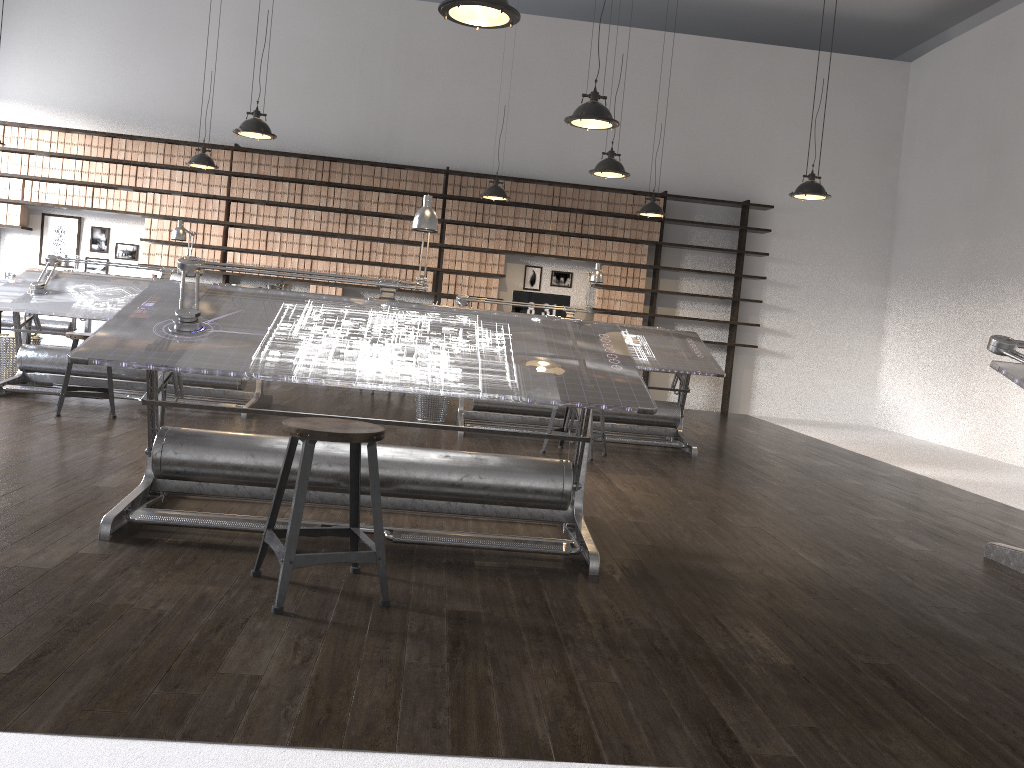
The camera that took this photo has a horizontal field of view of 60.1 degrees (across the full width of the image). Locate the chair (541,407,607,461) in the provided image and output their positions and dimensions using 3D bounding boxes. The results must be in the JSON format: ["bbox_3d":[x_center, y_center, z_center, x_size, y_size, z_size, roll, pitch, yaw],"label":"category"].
[{"bbox_3d":[0.452,0.228,6.047,0.372,0.527,0.358,7,3,23],"label":"chair"}]

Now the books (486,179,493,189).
[{"bbox_3d":[-0.260,-2.181,9.964,0.067,0.225,0.175,5,3,-5],"label":"books"}]

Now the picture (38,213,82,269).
[{"bbox_3d":[-4.981,-1.575,9.759,0.415,0.574,0.040,5,2,-5],"label":"picture"}]

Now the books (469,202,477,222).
[{"bbox_3d":[-0.441,-1.920,9.965,0.066,0.225,0.175,5,3,-5],"label":"books"}]

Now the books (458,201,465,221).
[{"bbox_3d":[-0.568,-1.931,9.947,0.067,0.225,0.175,5,3,-5],"label":"books"}]

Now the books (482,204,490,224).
[{"bbox_3d":[-0.293,-1.907,9.978,0.066,0.225,0.175,5,3,-5],"label":"books"}]

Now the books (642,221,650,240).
[{"bbox_3d":[1.511,-1.744,10.125,0.067,0.225,0.175,5,3,-5],"label":"books"}]

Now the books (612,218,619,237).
[{"bbox_3d":[1.168,-1.775,10.101,0.066,0.225,0.175,5,3,-5],"label":"books"}]

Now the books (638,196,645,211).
[{"bbox_3d":[1.461,-2.027,10.115,0.066,0.225,0.175,5,3,-5],"label":"books"}]

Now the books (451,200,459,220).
[{"bbox_3d":[-0.639,-1.937,9.941,0.066,0.225,0.175,5,3,-5],"label":"books"}]

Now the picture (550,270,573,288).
[{"bbox_3d":[0.573,-1.210,10.237,0.251,0.183,0.023,5,2,-5],"label":"picture"}]

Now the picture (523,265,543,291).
[{"bbox_3d":[0.239,-1.220,10.211,0.201,0.284,0.022,5,2,-5],"label":"picture"}]

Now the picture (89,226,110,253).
[{"bbox_3d":[-4.563,-1.596,9.803,0.201,0.284,0.022,5,2,-5],"label":"picture"}]

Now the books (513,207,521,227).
[{"bbox_3d":[0.052,-1.876,10.005,0.066,0.225,0.175,5,3,-5],"label":"books"}]

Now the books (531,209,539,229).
[{"bbox_3d":[0.256,-1.857,10.023,0.066,0.225,0.175,5,3,-5],"label":"books"}]

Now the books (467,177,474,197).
[{"bbox_3d":[-0.468,-2.200,9.948,0.066,0.225,0.175,5,3,-5],"label":"books"}]

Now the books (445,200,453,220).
[{"bbox_3d":[-0.712,-1.944,9.939,0.066,0.225,0.175,5,3,-5],"label":"books"}]

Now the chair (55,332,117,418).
[{"bbox_3d":[-2.753,-0.060,5.766,0.358,0.527,0.373,4,3,-27],"label":"chair"}]

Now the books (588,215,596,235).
[{"bbox_3d":[0.895,-1.799,10.074,0.066,0.225,0.175,5,3,-5],"label":"books"}]

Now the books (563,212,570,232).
[{"bbox_3d":[0.601,-1.826,10.051,0.066,0.225,0.175,5,3,-5],"label":"books"}]

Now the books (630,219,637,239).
[{"bbox_3d":[1.372,-1.757,10.118,0.066,0.225,0.175,5,3,-5],"label":"books"}]

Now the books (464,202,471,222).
[{"bbox_3d":[-0.505,-1.926,9.957,0.066,0.225,0.175,5,3,-5],"label":"books"}]

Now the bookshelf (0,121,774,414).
[{"bbox_3d":[-1.714,-0.920,9.978,9.172,3.203,0.374,5,2,-5],"label":"bookshelf"}]

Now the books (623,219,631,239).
[{"bbox_3d":[1.303,-1.763,10.108,0.067,0.225,0.175,5,3,-5],"label":"books"}]

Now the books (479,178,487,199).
[{"bbox_3d":[-0.327,-2.188,9.965,0.066,0.225,0.175,5,3,-5],"label":"books"}]

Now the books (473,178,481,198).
[{"bbox_3d":[-0.398,-2.194,9.959,0.066,0.225,0.175,5,3,-5],"label":"books"}]

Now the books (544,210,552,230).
[{"bbox_3d":[0.394,-1.845,10.033,0.066,0.225,0.175,5,3,-5],"label":"books"}]

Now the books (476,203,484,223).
[{"bbox_3d":[-0.367,-1.913,9.966,0.067,0.225,0.175,5,3,-5],"label":"books"}]

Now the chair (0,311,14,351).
[{"bbox_3d":[-4.813,-0.454,8.231,0.372,0.527,0.359,6,2,3],"label":"chair"}]

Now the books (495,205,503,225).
[{"bbox_3d":[-0.152,-1.894,9.989,0.066,0.225,0.175,5,3,-5],"label":"books"}]

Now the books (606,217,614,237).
[{"bbox_3d":[1.102,-1.781,10.090,0.067,0.225,0.175,5,3,-5],"label":"books"}]

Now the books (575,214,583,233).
[{"bbox_3d":[0.750,-1.812,10.061,0.067,0.225,0.175,5,3,-5],"label":"books"}]

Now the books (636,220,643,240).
[{"bbox_3d":[1.441,-1.751,10.126,0.066,0.225,0.175,5,3,-5],"label":"books"}]

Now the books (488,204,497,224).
[{"bbox_3d":[-0.222,-1.900,9.979,0.066,0.225,0.175,5,3,-5],"label":"books"}]

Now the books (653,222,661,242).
[{"bbox_3d":[1.639,-1.732,10.139,0.066,0.225,0.175,5,3,-5],"label":"books"}]

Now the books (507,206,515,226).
[{"bbox_3d":[-0.014,-1.881,9.995,0.067,0.225,0.175,5,3,-5],"label":"books"}]

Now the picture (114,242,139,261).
[{"bbox_3d":[-4.276,-1.468,9.830,0.251,0.183,0.023,5,2,-5],"label":"picture"}]

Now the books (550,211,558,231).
[{"bbox_3d":[0.467,-1.838,10.036,0.066,0.225,0.175,5,3,-5],"label":"books"}]

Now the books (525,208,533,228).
[{"bbox_3d":[0.186,-1.863,10.013,0.067,0.225,0.175,5,3,-5],"label":"books"}]

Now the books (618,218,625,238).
[{"bbox_3d":[1.231,-1.769,10.104,0.066,0.225,0.175,5,3,-5],"label":"books"}]

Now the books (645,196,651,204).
[{"bbox_3d":[1.535,-2.020,10.123,0.066,0.225,0.175,5,3,-5],"label":"books"}]

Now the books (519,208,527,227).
[{"bbox_3d":[0.114,-1.870,10.009,0.066,0.225,0.175,5,3,-5],"label":"books"}]

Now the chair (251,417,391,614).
[{"bbox_3d":[-0.576,0.389,2.751,0.358,0.527,0.373,4,3,-27],"label":"chair"}]

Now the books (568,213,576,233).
[{"bbox_3d":[0.676,-1.819,10.060,0.066,0.225,0.175,5,3,-5],"label":"books"}]

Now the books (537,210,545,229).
[{"bbox_3d":[0.325,-1.851,10.031,0.066,0.225,0.175,5,3,-5],"label":"books"}]

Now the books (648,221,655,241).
[{"bbox_3d":[1.577,-1.738,10.135,0.066,0.225,0.175,5,3,-5],"label":"books"}]

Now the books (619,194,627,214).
[{"bbox_3d":[1.254,-2.045,10.097,0.066,0.225,0.175,5,3,-5],"label":"books"}]

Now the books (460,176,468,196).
[{"bbox_3d":[-0.539,-2.207,9.947,0.066,0.225,0.175,5,3,-5],"label":"books"}]

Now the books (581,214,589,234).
[{"bbox_3d":[0.824,-1.806,10.073,0.066,0.225,0.175,5,3,-5],"label":"books"}]

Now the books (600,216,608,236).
[{"bbox_3d":[1.035,-1.787,10.090,0.066,0.225,0.175,5,3,-5],"label":"books"}]

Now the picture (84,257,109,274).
[{"bbox_3d":[-4.601,-1.305,9.809,0.251,0.183,0.023,5,2,-5],"label":"picture"}]

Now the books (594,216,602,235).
[{"bbox_3d":[0.964,-1.793,10.084,0.066,0.225,0.175,5,3,-5],"label":"books"}]

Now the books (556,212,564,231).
[{"bbox_3d":[0.538,-1.831,10.042,0.067,0.225,0.175,5,3,-5],"label":"books"}]

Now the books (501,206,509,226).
[{"bbox_3d":[-0.081,-1.888,9.995,0.066,0.225,0.175,5,3,-5],"label":"books"}]
